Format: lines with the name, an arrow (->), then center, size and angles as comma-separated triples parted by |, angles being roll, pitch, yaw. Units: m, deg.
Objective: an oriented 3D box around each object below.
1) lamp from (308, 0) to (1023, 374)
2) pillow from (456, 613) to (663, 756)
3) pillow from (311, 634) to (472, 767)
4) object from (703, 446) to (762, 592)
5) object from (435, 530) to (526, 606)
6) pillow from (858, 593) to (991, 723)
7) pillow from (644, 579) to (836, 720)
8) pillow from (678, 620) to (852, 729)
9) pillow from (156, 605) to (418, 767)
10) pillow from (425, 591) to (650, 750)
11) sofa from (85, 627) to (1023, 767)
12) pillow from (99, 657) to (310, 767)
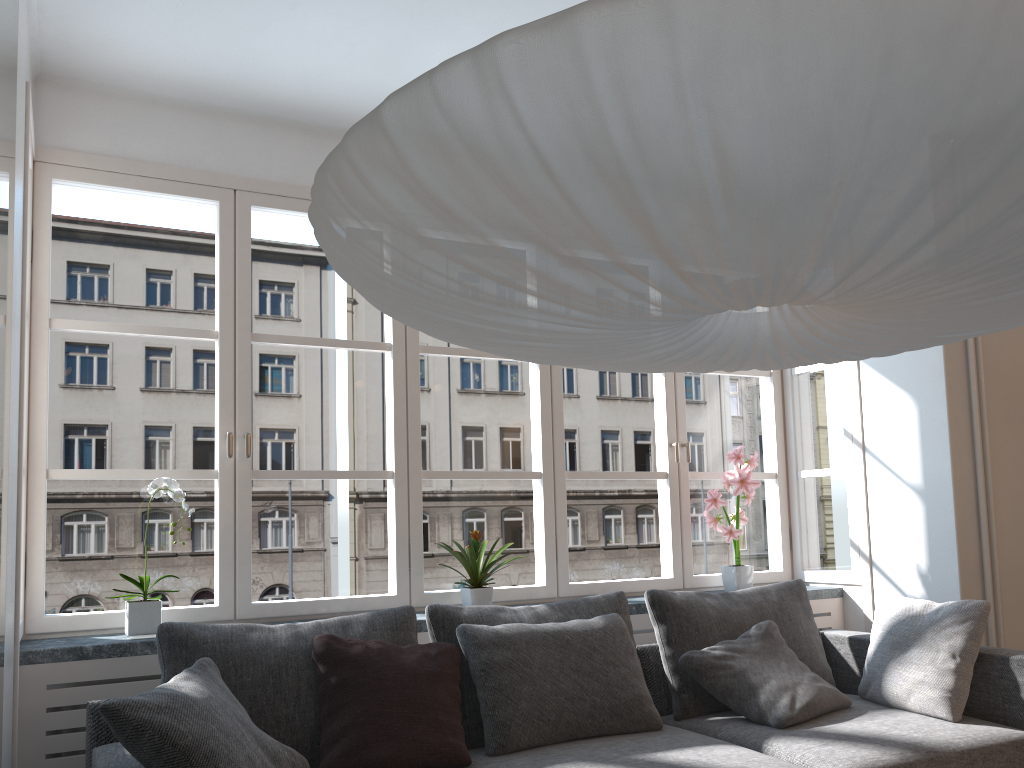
lamp -> 0.414, -0.180, 1.482 | 1.471, 0.208, 1.482 | -3, -9, 10
pillow -> 0.166, 1.004, 3.011 | 0.667, 0.394, 0.294 | 3, -8, -27
pillow -> -0.359, 0.971, 2.719 | 0.521, 0.400, 0.313 | 2, -8, -25
object -> 1.047, 0.638, 4.181 | 0.299, 0.685, 0.201 | -7, -7, 42
object -> -0.114, 0.751, 3.566 | 0.324, 0.326, 0.378 | -7, -9, 38
pillow -> 1.505, 1.011, 3.320 | 0.287, 0.411, 0.498 | 2, -8, -28
pillow -> 0.935, 1.046, 3.548 | 0.837, 0.473, 0.277 | 3, -7, -26
pillow -> 0.937, 1.060, 3.274 | 0.446, 0.318, 0.494 | -9, -11, 44
pillow -> -0.658, 0.959, 2.746 | 0.837, 0.474, 0.277 | 3, -7, -26
pillow -> 0.114, 1.001, 3.147 | 0.840, 0.471, 0.279 | 3, -7, -26
sofa -> 0.563, 1.178, 2.364 | 3.070, 0.666, 2.056 | 3, -10, -27
pillow -> -0.792, 0.934, 2.340 | 0.347, 0.356, 0.519 | -3, -8, 12
